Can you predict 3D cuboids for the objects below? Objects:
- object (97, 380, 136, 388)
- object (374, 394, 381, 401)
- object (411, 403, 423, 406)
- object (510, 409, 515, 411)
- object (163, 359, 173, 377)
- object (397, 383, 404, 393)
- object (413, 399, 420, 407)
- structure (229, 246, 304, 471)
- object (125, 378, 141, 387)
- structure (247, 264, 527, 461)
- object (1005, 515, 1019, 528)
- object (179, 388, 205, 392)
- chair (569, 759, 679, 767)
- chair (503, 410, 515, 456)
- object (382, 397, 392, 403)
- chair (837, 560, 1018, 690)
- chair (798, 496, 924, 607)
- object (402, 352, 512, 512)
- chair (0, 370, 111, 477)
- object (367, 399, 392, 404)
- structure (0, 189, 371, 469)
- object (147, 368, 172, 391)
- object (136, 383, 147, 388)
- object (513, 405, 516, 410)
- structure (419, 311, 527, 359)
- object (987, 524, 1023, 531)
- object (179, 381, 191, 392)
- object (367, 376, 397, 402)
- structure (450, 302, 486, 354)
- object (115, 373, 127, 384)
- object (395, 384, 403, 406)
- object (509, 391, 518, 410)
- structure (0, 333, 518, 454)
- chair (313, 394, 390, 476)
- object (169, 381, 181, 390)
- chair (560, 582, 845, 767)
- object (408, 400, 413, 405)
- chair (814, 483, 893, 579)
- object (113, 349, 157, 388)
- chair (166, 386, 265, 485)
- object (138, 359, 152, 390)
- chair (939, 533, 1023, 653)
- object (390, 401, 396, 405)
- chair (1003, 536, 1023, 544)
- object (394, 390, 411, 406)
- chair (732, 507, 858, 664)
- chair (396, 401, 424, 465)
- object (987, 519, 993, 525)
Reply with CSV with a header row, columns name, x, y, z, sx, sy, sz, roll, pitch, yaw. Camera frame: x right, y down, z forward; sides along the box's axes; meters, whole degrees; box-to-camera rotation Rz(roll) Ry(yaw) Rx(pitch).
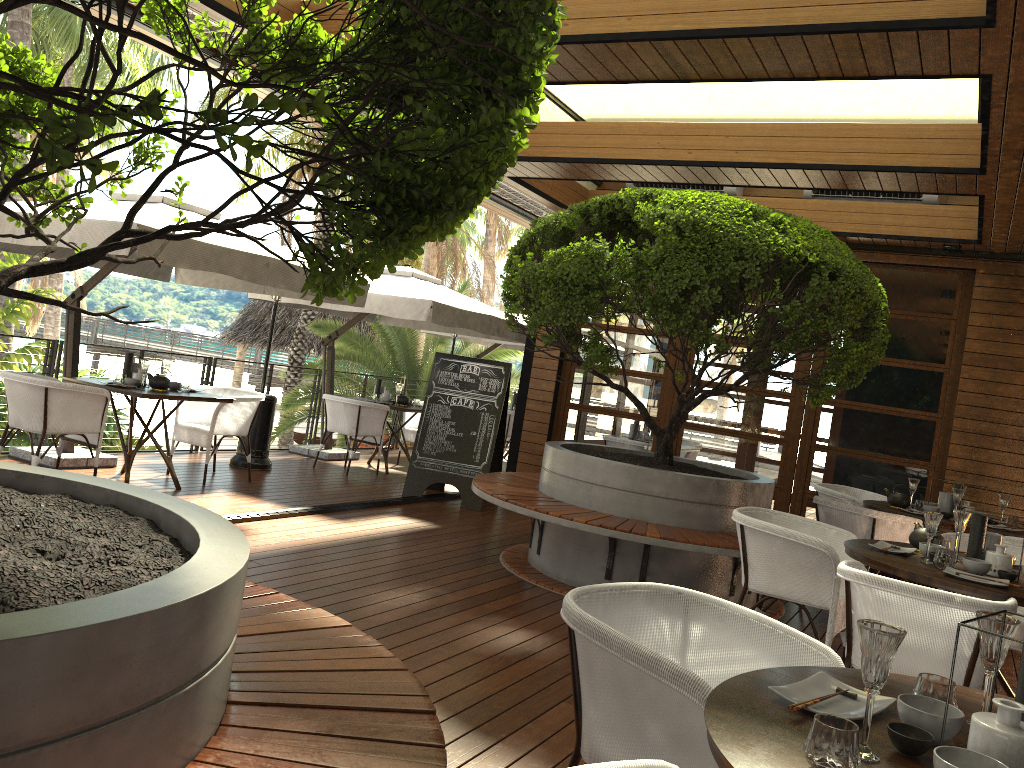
name,x,y,z,sx,sy,sz,roll,pitch,yaw
object,-2.975,0.009,6.712,0.295,0.025,0.170,9,1,28
object,-1.501,0.157,9.901,0.087,0.086,0.086,9,0,32
object,-1.172,0.232,10.355,0.295,0.025,0.170,9,1,28
object,0.131,0.396,12.730,0.295,0.025,0.170,9,1,28
object,-2.856,-0.087,7.313,0.082,0.227,0.082,9,0,28
object,-1.310,0.106,10.308,0.082,0.227,0.082,9,0,28
object,-1.092,0.215,10.157,0.087,0.086,0.086,9,0,32
structure,-2.396,-0.272,8.694,0.700,2.192,0.699,9,0,15
object,-2.943,-0.009,6.873,0.116,0.065,0.116,9,1,26
structure,-1.357,-0.198,10.051,2.416,2.333,2.411,9,0,28
object,3.638,0.999,6.445,0.086,0.086,0.086,9,0,27
object,-2.717,0.039,7.359,0.295,0.025,0.170,9,1,28
chair,0.219,0.958,1.050,0.616,0.788,0.628,9,0,-41
chair,-0.183,0.726,12.369,0.628,0.788,0.616,9,0,29
object,-1.397,0.184,9.869,0.116,0.065,0.116,9,1,32
chair,1.532,1.125,3.410,0.628,0.788,0.616,9,0,34
chair,2.372,1.213,6.099,0.616,0.788,0.628,9,0,-31
object,-0.476,0.431,8.576,0.769,1.397,0.771,9,0,12
chair,-3.314,0.335,6.303,0.628,0.788,0.616,9,0,29
object,-1.430,0.202,9.707,0.295,0.025,0.170,9,1,28
structure,-2.902,-0.391,7.059,2.416,2.333,2.411,9,0,28
object,-2.772,-0.042,6.986,0.163,0.179,0.167,9,0,29
object,-2.858,0.016,6.829,0.080,0.042,0.080,9,1,-11
object,0.060,0.351,12.924,0.087,0.086,0.086,9,0,32
structure,0.187,-0.005,13.044,2.416,2.333,2.411,9,0,28
object,3.424,1.002,6.160,0.294,0.025,0.170,8,1,-27
object,-2.638,0.023,7.162,0.087,0.086,0.086,9,0,32
object,-1.482,0.067,10.123,0.263,0.264,0.264,9,0,-17
structure,-0.841,-0.078,11.706,0.700,2.192,0.699,9,0,15
object,-3.046,-0.036,6.906,0.087,0.086,0.086,9,0,32
object,-1.259,0.122,9.753,0.082,0.227,0.082,9,0,28
object,0.078,0.262,13.146,0.263,0.264,0.264,9,0,-17
structure,-5.977,-0.057,3.710,0.163,1.153,26.237,9,1,27
chair,-1.718,0.535,9.395,0.628,0.788,0.616,9,0,29
object,-2.745,0.017,7.198,0.116,0.065,0.116,9,1,26
chair,0.407,0.969,2.214,0.626,0.788,0.617,9,0,-41
object,-1.199,0.210,10.193,0.116,0.065,0.116,9,1,32
chair,2.757,1.256,7.213,0.626,0.788,0.617,9,0,-31
object,-3.028,-0.126,7.128,0.263,0.264,0.264,9,0,-17
chair,-2.555,0.431,7.721,0.628,0.788,0.616,9,0,29
object,-2.804,-0.071,6.758,0.082,0.227,0.082,9,0,17
chair,2.616,1.269,4.862,0.628,0.788,0.616,9,0,34
object,-1.312,0.209,9.824,0.080,0.042,0.080,9,1,19
chair,3.505,1.393,5.730,0.626,0.788,0.617,9,0,-31
object,-1.227,0.150,9.984,0.168,0.179,0.163,9,0,26
chair,1.416,1.089,4.584,0.617,0.788,0.626,9,0,34
chair,-0.986,0.627,10.761,0.628,0.788,0.616,9,0,29
object,3.408,0.987,6.367,0.080,0.042,0.080,8,1,-29
